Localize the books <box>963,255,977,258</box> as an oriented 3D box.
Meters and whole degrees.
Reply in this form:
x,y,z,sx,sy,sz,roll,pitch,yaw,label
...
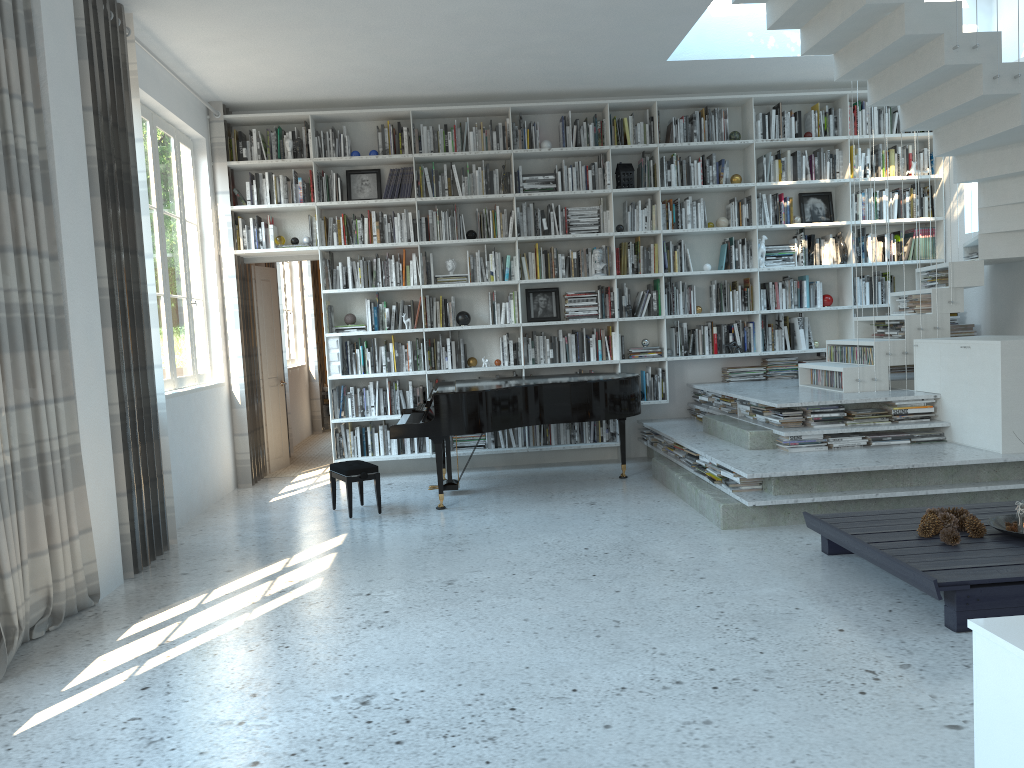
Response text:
x,y,z,sx,sy,sz,roll,pitch,yaw,label
3.716,-1.014,6.998,0.184,0.006,0.262,-3,4,3,books

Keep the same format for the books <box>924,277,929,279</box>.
x,y,z,sx,sy,sz,roll,pitch,yaw,label
3.356,-0.837,6.981,0.162,0.008,0.289,-2,4,16,books

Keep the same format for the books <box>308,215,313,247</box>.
x,y,z,sx,sy,sz,roll,pitch,yaw,label
-1.734,-1.311,7.675,0.012,0.285,0.159,-3,4,-3,books

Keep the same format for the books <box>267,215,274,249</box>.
x,y,z,sx,sy,sz,roll,pitch,yaw,label
-2.075,-1.298,7.654,0.013,0.299,0.179,-3,4,-3,books

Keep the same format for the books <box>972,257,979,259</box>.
x,y,z,sx,sy,sz,roll,pitch,yaw,label
3.743,-0.997,6.996,0.145,0.010,0.266,-3,4,6,books

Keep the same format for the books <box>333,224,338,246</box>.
x,y,z,sx,sy,sz,roll,pitch,yaw,label
-1.521,-1.277,7.677,0.026,0.195,0.175,-3,4,-3,books

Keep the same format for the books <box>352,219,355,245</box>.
x,y,z,sx,sy,sz,roll,pitch,yaw,label
-1.373,-1.305,7.710,0.012,0.231,0.149,-3,4,-3,books

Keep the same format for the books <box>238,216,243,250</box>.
x,y,z,sx,sy,sz,roll,pitch,yaw,label
-2.333,-1.287,7.658,0.013,0.303,0.135,-3,4,-3,books

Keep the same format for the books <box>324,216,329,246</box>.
x,y,z,sx,sy,sz,roll,pitch,yaw,label
-1.604,-1.307,7.678,0.012,0.263,0.180,-3,4,-3,books

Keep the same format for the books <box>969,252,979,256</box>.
x,y,z,sx,sy,sz,roll,pitch,yaw,label
3.729,-1.026,6.995,0.150,0.017,0.288,-2,4,12,books

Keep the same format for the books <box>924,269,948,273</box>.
x,y,z,sx,sy,sz,roll,pitch,yaw,label
3.357,-0.886,6.977,0.165,0.014,0.235,-2,4,14,books

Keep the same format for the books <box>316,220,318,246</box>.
x,y,z,sx,sy,sz,roll,pitch,yaw,label
-1.660,-1.283,7.651,0.021,0.225,0.231,-3,4,-3,books

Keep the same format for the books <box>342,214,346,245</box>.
x,y,z,sx,sy,sz,roll,pitch,yaw,label
-1.447,-1.325,7.693,0.020,0.281,0.164,-3,4,-3,books

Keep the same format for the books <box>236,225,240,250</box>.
x,y,z,sx,sy,sz,roll,pitch,yaw,label
-2.343,-1.245,7.638,0.013,0.222,0.162,-3,4,-3,books

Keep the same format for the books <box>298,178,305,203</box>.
x,y,z,sx,sy,sz,roll,pitch,yaw,label
-1.804,-1.645,7.634,0.029,0.229,0.191,-3,4,-3,books

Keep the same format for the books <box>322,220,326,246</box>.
x,y,z,sx,sy,sz,roll,pitch,yaw,label
-1.620,-1.291,7.686,0.022,0.233,0.151,-3,4,-3,books

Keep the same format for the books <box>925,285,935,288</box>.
x,y,z,sx,sy,sz,roll,pitch,yaw,label
3.369,-0.773,6.984,0.149,0.014,0.228,-3,4,9,books

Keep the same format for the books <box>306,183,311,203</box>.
x,y,z,sx,sy,sz,roll,pitch,yaw,label
-1.747,-1.628,7.653,0.026,0.188,0.154,-3,4,-3,books

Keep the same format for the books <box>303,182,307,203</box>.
x,y,z,sx,sy,sz,roll,pitch,yaw,label
-1.776,-1.632,7.666,0.029,0.196,0.146,-3,4,-3,books

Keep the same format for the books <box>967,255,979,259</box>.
x,y,z,sx,sy,sz,roll,pitch,yaw,label
3.721,-1.006,6.998,0.169,0.010,0.282,-2,4,12,books

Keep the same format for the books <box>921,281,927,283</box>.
x,y,z,sx,sy,sz,roll,pitch,yaw,label
3.355,-0.813,6.983,0.184,0.006,0.262,-2,4,12,books

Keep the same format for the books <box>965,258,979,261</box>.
x,y,z,sx,sy,sz,roll,pitch,yaw,label
3.721,-0.986,7.000,0.182,0.011,0.253,-3,4,4,books

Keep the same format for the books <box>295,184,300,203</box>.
x,y,z,sx,sy,sz,roll,pitch,yaw,label
-1.834,-1.621,7.656,0.031,0.183,0.151,-3,4,-3,books

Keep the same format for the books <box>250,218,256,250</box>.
x,y,z,sx,sy,sz,roll,pitch,yaw,label
-2.224,-1.282,7.651,0.022,0.282,0.156,-3,4,-3,books

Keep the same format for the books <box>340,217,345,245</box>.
x,y,z,sx,sy,sz,roll,pitch,yaw,label
-1.462,-1.310,7.689,0.014,0.253,0.187,-3,4,-3,books

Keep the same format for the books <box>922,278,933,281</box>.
x,y,z,sx,sy,sz,roll,pitch,yaw,label
3.353,-0.828,6.983,0.171,0.011,0.231,-3,4,8,books

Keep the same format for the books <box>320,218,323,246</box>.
x,y,z,sx,sy,sz,roll,pitch,yaw,label
-1.638,-1.302,7.693,0.012,0.254,0.160,-3,4,-3,books

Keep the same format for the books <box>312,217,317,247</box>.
x,y,z,sx,sy,sz,roll,pitch,yaw,label
-1.706,-1.306,7.698,0.044,0.269,0.133,-3,4,-3,books

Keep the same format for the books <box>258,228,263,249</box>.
x,y,z,sx,sy,sz,roll,pitch,yaw,label
-2.150,-1.241,7.651,0.024,0.193,0.180,-3,4,-3,books

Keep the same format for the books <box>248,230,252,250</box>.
x,y,z,sx,sy,sz,roll,pitch,yaw,label
-2.248,-1.233,7.670,0.029,0.185,0.134,-3,4,-3,books

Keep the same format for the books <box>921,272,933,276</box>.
x,y,z,sx,sy,sz,roll,pitch,yaw,label
3.348,-0.871,6.980,0.190,0.015,0.230,-2,4,11,books

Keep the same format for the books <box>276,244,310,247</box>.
x,y,z,sx,sy,sz,roll,pitch,yaw,label
-1.884,-1.191,7.682,0.285,0.012,0.159,-3,4,-1,books

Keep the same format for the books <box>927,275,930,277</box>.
x,y,z,sx,sy,sz,roll,pitch,yaw,label
3.374,-0.856,6.976,0.136,0.017,0.297,-2,4,13,books

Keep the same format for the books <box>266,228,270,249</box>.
x,y,z,sx,sy,sz,roll,pitch,yaw,label
-2.094,-1.245,7.677,0.029,0.191,0.134,-3,4,-3,books

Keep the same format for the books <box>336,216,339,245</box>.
x,y,z,sx,sy,sz,roll,pitch,yaw,label
-1.505,-1.313,7.692,0.010,0.263,0.150,-3,4,-3,books

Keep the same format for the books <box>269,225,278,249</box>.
x,y,z,sx,sy,sz,roll,pitch,yaw,label
-2.050,-1.255,7.645,0.029,0.211,0.187,-3,4,-3,books

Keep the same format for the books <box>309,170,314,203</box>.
x,y,z,sx,sy,sz,roll,pitch,yaw,label
-1.717,-1.683,7.653,0.014,0.294,0.172,-3,4,-3,books

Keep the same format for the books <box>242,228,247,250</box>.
x,y,z,sx,sy,sz,roll,pitch,yaw,label
-2.286,-1.236,7.650,0.029,0.197,0.160,-3,4,-3,books

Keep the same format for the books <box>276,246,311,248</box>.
x,y,z,sx,sy,sz,roll,pitch,yaw,label
-1.883,-1.179,7.680,0.285,0.012,0.159,-3,4,-6,books

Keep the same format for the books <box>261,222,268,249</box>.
x,y,z,sx,sy,sz,roll,pitch,yaw,label
-2.118,-1.264,7.633,0.021,0.237,0.188,-3,4,-3,books

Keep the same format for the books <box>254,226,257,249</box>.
x,y,z,sx,sy,sz,roll,pitch,yaw,label
-2.200,-1.250,7.672,0.023,0.214,0.140,-3,4,-3,books

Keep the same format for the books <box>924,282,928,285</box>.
x,y,z,sx,sy,sz,roll,pitch,yaw,label
3.357,-0.797,6.985,0.166,0.018,0.264,-2,4,16,books

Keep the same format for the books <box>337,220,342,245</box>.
x,y,z,sx,sy,sz,roll,pitch,yaw,label
-1.484,-1.298,7.690,0.030,0.230,0.172,-3,4,-3,books

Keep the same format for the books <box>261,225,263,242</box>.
x,y,z,sx,sy,sz,roll,pitch,yaw,label
-2.135,-1.263,7.657,0.010,0.234,0.165,-3,4,-3,books

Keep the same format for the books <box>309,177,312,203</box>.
x,y,z,sx,sy,sz,roll,pitch,yaw,label
-1.730,-1.654,7.667,0.014,0.236,0.143,-3,4,-3,books

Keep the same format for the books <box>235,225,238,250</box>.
x,y,z,sx,sy,sz,roll,pitch,yaw,label
-2.356,-1.247,7.636,0.013,0.228,0.179,-3,4,-3,books

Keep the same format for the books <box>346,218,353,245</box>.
x,y,z,sx,sy,sz,roll,pitch,yaw,label
-1.402,-1.313,7.703,0.047,0.250,0.134,-3,4,-3,books

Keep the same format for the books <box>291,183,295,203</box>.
x,y,z,sx,sy,sz,roll,pitch,yaw,label
-1.877,-1.627,7.662,0.029,0.198,0.144,-3,4,-3,books

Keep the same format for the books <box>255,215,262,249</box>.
x,y,z,sx,sy,sz,roll,pitch,yaw,label
-2.171,-1.291,7.632,0.013,0.297,0.187,-3,4,-3,books

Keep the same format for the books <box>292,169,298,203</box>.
x,y,z,sx,sy,sz,roll,pitch,yaw,label
-1.858,-1.679,7.635,0.012,0.303,0.189,-3,4,-3,books

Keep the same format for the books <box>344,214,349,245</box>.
x,y,z,sx,sy,sz,roll,pitch,yaw,label
-1.431,-1.324,7.683,0.011,0.278,0.164,-3,4,-3,books

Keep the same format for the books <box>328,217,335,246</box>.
x,y,z,sx,sy,sz,roll,pitch,yaw,label
-1.568,-1.308,7.696,0.062,0.258,0.152,-3,4,-3,books

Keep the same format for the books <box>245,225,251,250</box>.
x,y,z,sx,sy,sz,roll,pitch,yaw,label
-2.267,-1.248,7.642,0.010,0.220,0.181,-3,4,-3,books

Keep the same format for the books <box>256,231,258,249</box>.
x,y,z,sx,sy,sz,roll,pitch,yaw,label
-2.182,-1.246,7.652,0.011,0.206,0.163,-3,4,-3,books

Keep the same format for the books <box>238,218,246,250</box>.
x,y,z,sx,sy,sz,roll,pitch,yaw,label
-2.313,-1.276,7.638,0.023,0.282,0.170,-3,4,-3,books

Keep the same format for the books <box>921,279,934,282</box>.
x,y,z,sx,sy,sz,roll,pitch,yaw,label
3.353,-0.819,6.983,0.170,0.006,0.268,-3,4,8,books

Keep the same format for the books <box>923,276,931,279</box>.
x,y,z,sx,sy,sz,roll,pitch,yaw,label
3.354,-0.844,6.981,0.168,0.005,0.291,-2,4,15,books

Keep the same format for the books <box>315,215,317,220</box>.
x,y,z,sx,sy,sz,roll,pitch,yaw,label
-1.679,-1.315,7.683,0.010,0.286,0.137,-3,4,-3,books

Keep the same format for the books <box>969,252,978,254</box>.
x,y,z,sx,sy,sz,roll,pitch,yaw,label
3.734,-1.039,6.994,0.160,0.008,0.238,-3,4,6,books
